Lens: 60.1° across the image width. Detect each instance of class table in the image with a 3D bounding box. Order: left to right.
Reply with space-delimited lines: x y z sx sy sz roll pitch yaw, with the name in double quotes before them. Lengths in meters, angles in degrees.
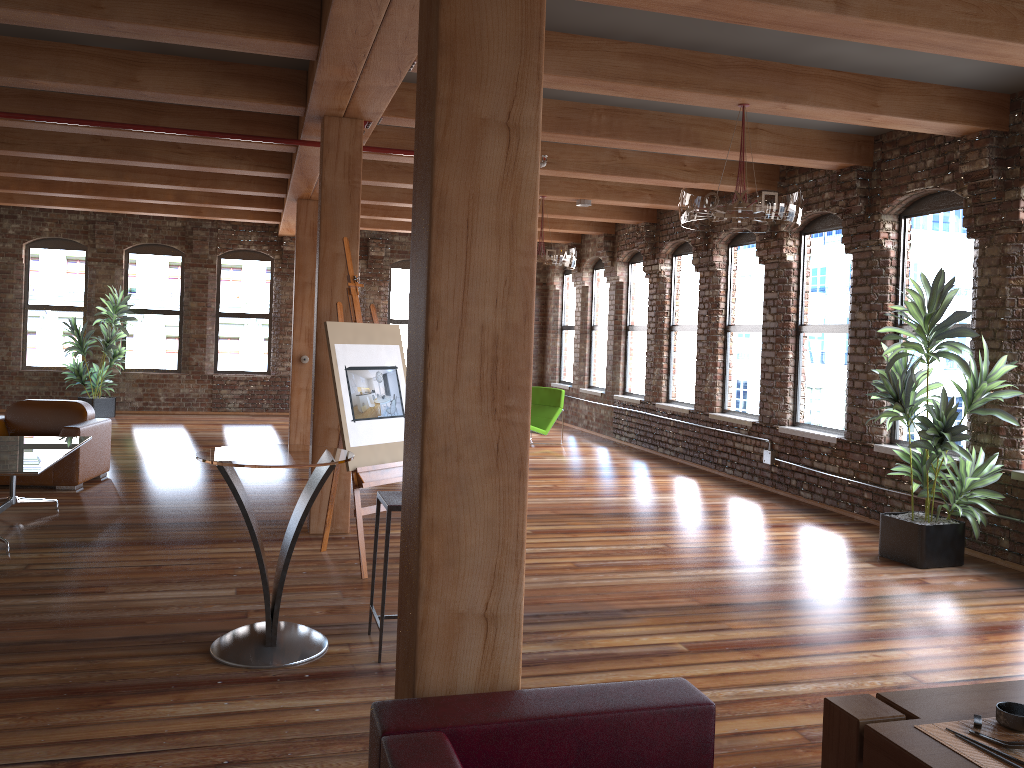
"table" -3.663 0.759 6.277 0.939 0.560 1.874 1 3 -16
"table" -1.127 0.791 4.184 0.722 0.924 0.722 2 1 9
"table" 1.812 1.183 2.254 1.749 0.549 0.902 1 3 -16

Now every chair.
"chair" -4.408 0.542 8.211 1.063 0.735 0.831 2 2 -6
"chair" -0.423 0.776 4.293 0.466 0.981 0.430 2 1 -16
"chair" 0.156 0.450 12.468 0.955 0.796 0.681 0 2 -41
"chair" 0.198 1.123 1.809 0.865 0.592 1.072 1 3 -16

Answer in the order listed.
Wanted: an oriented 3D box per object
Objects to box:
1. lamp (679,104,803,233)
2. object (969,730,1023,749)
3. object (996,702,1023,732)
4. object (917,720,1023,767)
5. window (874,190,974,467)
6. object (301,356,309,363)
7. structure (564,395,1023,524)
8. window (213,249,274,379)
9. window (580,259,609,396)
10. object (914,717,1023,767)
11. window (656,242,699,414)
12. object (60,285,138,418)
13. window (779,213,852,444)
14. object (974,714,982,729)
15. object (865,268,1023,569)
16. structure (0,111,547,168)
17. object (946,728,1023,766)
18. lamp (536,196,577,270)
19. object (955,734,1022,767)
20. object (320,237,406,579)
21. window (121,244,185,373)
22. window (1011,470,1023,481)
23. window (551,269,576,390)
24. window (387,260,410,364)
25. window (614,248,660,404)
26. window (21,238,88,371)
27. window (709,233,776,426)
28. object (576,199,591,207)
"lamp" 1.544 -1.472 5.956 0.810 0.814 0.809 3 2 26
"object" 1.203 0.871 2.182 0.045 0.030 0.153 1 3 -32
"object" 1.307 0.863 2.291 0.099 0.043 0.099 3 3 10
"object" 1.263 0.895 2.096 0.332 0.003 0.471 1 3 -16
"window" 3.437 -0.489 7.290 0.235 2.214 0.969 2 1 -16
"object" -2.513 -0.297 10.743 0.095 0.095 0.061 2 1 -16
"structure" 2.387 0.613 10.270 1.632 0.313 13.729 1 3 -23
"window" -4.621 -1.211 15.306 0.968 2.227 0.221 2 1 -16
"window" 1.410 -0.944 14.338 0.231 2.214 0.969 2 1 -16
"object" 1.264 0.895 2.096 0.352 0.001 0.470 1 3 -16
"window" 2.219 -0.762 11.520 0.230 2.214 0.969 2 1 -16
"object" -6.573 -0.532 14.003 1.079 2.102 0.968 1 1 -38
"window" 3.030 -0.580 8.700 0.232 2.214 0.969 2 1 -16
"object" 1.196 0.871 2.274 0.018 0.021 0.059 3 3 26
"object" 3.036 0.229 6.429 0.966 2.102 1.081 2 1 -3
"structure" -2.958 -2.037 6.906 6.805 0.112 0.051 1 1 -16
"object" 1.167 0.884 2.138 0.007 0.008 0.271 1 3 -27
"lamp" 0.343 -1.741 10.135 0.810 0.814 0.809 3 2 20
"object" 1.159 0.886 2.097 0.007 0.008 0.271 1 3 -21
"object" -0.957 0.092 5.857 0.685 2.140 0.701 3 1 34
"window" -6.050 -1.275 14.964 0.968 2.168 0.086 2 0 -16
"window" 3.843 -0.398 5.880 0.235 2.214 0.969 2 1 -16
"window" 0.998 -1.036 15.773 0.232 2.214 0.969 2 1 -16
"window" -1.800 -1.156 16.120 0.968 2.217 0.219 2 1 -16
"window" 1.816 -0.853 12.927 0.233 2.214 0.969 2 1 -16
"window" -7.483 -1.305 14.552 0.968 2.168 0.086 2 0 -16
"window" 2.627 -0.671 10.111 0.236 2.214 0.969 2 1 -16
"object" 0.836 -2.112 10.309 0.145 0.072 0.147 1 3 -16
